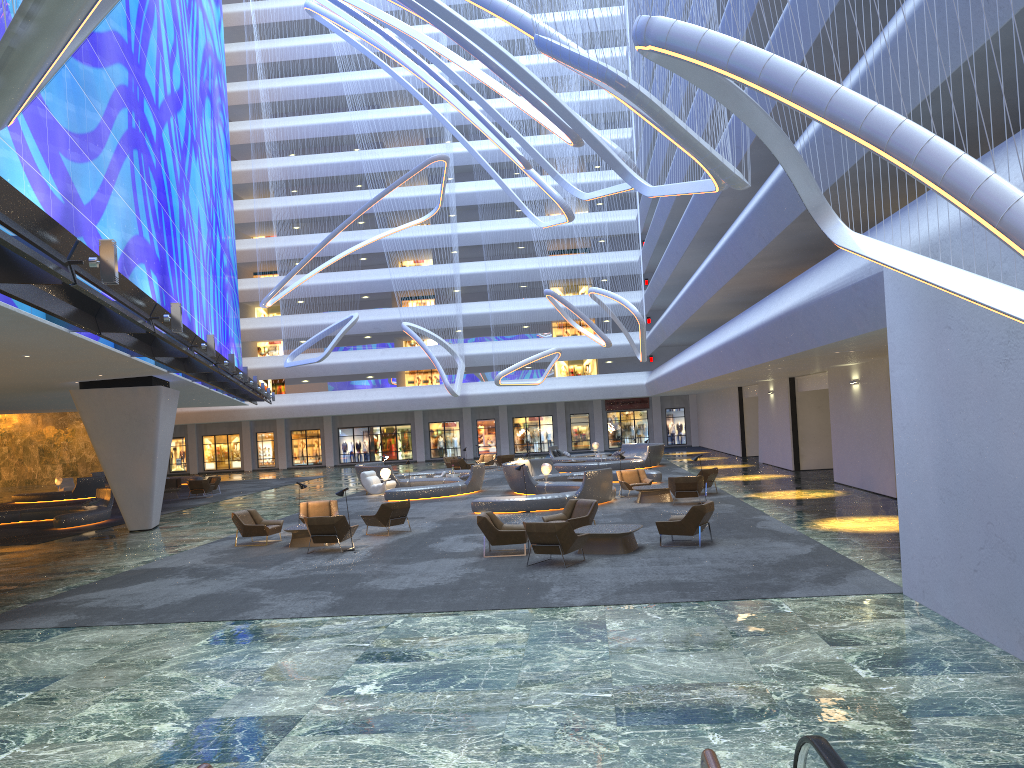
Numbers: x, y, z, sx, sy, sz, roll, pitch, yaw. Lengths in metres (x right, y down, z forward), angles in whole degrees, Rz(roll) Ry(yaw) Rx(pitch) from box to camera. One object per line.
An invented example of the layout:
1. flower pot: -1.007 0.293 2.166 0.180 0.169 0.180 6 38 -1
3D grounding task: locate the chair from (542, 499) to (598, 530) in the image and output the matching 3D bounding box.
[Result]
1. chair: 1.216 2.752 17.890 0.938 0.766 0.930 -2 -2 -34

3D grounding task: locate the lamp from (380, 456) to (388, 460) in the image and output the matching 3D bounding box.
1. lamp: -5.296 3.621 36.702 0.384 1.300 0.202 -3 0 -2

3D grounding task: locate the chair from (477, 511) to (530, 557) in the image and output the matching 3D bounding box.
1. chair: -0.134 2.774 16.465 0.939 0.766 0.930 -4 -2 7

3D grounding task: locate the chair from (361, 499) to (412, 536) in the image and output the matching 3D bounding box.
1. chair: -2.877 3.101 20.592 0.940 0.766 0.929 -5 -2 38

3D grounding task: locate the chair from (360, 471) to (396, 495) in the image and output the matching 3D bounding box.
1. chair: -4.940 3.656 32.829 1.158 0.882 0.729 -4 -1 24

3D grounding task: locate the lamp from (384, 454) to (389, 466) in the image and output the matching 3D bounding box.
1. lamp: -5.541 3.732 39.103 0.201 1.300 0.384 -3 -1 -41

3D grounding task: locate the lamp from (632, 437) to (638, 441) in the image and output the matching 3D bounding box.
1. lamp: 5.973 3.202 42.654 0.384 1.300 0.202 -3 0 4

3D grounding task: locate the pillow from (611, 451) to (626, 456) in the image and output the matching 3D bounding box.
1. pillow: 5.113 3.344 42.621 0.692 0.262 0.878 -2 -3 -33

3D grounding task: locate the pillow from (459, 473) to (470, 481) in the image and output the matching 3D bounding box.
1. pillow: -1.428 3.274 31.372 0.693 0.262 0.877 -4 -2 13

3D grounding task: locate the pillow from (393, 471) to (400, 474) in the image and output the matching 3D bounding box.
1. pillow: -5.132 3.828 38.174 0.443 0.207 0.445 -2 -2 -34

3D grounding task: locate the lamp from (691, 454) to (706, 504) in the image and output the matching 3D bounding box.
1. lamp: 4.876 2.478 23.081 0.384 1.300 0.202 -4 0 22

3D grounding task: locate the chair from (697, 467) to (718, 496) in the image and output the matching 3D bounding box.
1. chair: 5.409 2.816 25.553 0.940 0.766 0.929 -5 -2 38

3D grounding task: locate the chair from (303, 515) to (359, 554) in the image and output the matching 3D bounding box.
1. chair: -3.729 3.054 18.203 0.930 0.766 0.939 -4 -2 11

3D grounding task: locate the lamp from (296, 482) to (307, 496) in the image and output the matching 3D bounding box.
1. lamp: -5.030 2.983 21.227 0.202 1.300 0.384 -4 -1 21

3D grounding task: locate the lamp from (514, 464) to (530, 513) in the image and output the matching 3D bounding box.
1. lamp: 0.275 2.765 23.536 0.384 1.300 0.202 -4 0 22

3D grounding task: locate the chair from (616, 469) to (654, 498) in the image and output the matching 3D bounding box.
1. chair: 3.633 2.953 26.384 0.929 0.766 0.939 -3 -2 -12

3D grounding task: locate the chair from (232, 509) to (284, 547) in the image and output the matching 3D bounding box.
1. chair: -5.787 3.253 20.133 0.939 0.766 0.929 -4 -2 13

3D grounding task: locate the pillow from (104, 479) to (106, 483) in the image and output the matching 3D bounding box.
1. pillow: -21.541 5.007 46.474 0.281 0.416 0.759 -3 -2 -2

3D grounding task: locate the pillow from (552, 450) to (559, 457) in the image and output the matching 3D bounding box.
1. pillow: 2.307 3.604 46.117 0.295 0.368 0.769 -4 -2 17

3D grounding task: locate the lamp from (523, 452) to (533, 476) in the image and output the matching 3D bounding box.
1. lamp: 0.613 3.077 31.779 0.384 1.300 0.202 -4 0 22

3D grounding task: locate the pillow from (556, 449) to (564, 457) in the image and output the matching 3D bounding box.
1. pillow: 2.516 3.569 46.135 0.315 0.386 0.784 -4 -2 20

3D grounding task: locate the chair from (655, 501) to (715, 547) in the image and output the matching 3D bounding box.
1. chair: 3.209 2.573 16.326 0.939 0.766 0.929 -4 -2 29

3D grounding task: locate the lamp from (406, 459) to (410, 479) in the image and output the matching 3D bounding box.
1. lamp: -3.650 3.316 31.501 0.202 1.300 0.384 -3 -1 -20

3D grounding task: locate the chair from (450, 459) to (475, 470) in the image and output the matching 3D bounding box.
1. chair: -2.412 3.963 42.685 0.938 0.766 0.930 -2 -2 -44

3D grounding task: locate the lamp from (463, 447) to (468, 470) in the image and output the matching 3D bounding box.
1. lamp: -2.203 3.671 42.426 0.201 1.300 0.384 -3 -1 -33

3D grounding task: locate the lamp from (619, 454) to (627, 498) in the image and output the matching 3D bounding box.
1. lamp: 3.257 2.697 26.187 0.202 1.300 0.384 -4 -1 21

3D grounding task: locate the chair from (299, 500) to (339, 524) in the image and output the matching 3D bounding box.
1. chair: -4.654 3.238 21.423 0.929 0.766 0.939 -3 -2 -12

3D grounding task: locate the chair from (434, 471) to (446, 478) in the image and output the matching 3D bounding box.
1. chair: -3.482 3.920 36.766 1.783 0.501 0.586 -2 -2 -31

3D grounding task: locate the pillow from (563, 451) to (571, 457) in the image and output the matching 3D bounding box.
1. pillow: 2.751 3.658 46.408 0.875 0.280 0.684 -5 -3 42

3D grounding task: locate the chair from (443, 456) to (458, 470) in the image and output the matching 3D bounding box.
1. chair: -2.984 4.108 45.450 0.929 0.766 0.940 -2 -2 -42

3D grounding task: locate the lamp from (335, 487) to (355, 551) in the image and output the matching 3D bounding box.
1. lamp: -3.411 2.763 18.121 0.384 1.300 0.202 -4 0 22

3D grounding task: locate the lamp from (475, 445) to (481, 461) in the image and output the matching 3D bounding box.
1. lamp: -1.740 3.784 45.899 0.384 1.300 0.202 -3 -1 -34

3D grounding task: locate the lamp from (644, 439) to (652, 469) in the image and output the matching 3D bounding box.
1. lamp: 5.926 3.041 38.595 0.201 1.300 0.384 -3 -1 -36

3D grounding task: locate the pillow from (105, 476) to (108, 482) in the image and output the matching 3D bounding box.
1. pillow: -21.410 5.042 47.391 0.315 0.386 0.784 -4 -2 21

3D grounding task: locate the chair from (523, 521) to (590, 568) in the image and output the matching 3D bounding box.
1. chair: 0.729 2.664 14.981 0.930 0.766 0.938 -4 -2 32

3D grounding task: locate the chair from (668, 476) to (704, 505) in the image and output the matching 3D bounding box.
1. chair: 4.558 2.769 23.164 0.930 0.766 0.939 -4 -2 11
